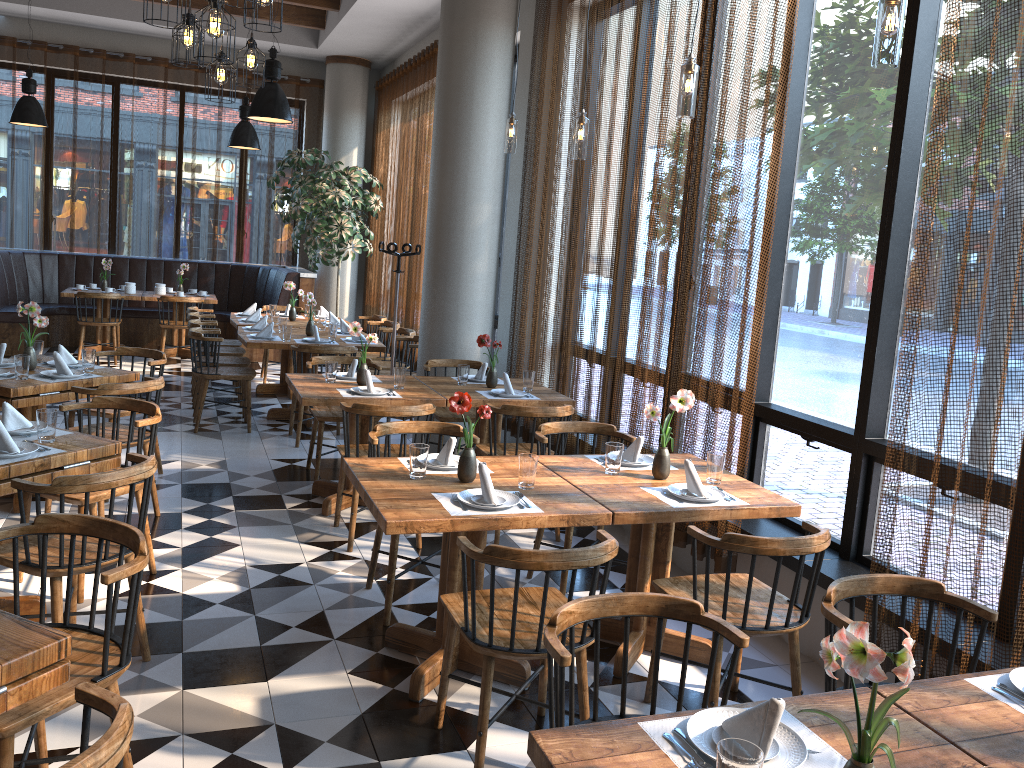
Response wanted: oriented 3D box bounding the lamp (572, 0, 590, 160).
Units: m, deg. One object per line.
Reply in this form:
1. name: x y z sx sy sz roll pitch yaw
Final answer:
1. lamp: 0.439 -2.190 4.706 0.078 1.954 0.078 7 7 19

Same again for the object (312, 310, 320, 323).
1. object: -1.993 -0.685 8.998 0.080 0.131 0.080 -1 9 -36

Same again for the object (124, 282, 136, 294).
1. object: -4.612 -1.159 10.699 0.130 0.128 0.130 8 8 23

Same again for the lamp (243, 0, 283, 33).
1. lamp: -1.100 -2.704 4.079 0.175 2.061 0.176 3 7 -13

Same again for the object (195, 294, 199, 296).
1. object: -3.914 -1.103 11.016 0.052 0.023 0.050 9 10 30

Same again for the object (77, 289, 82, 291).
1. object: -5.120 -1.113 10.486 0.053 0.025 0.049 -1 10 -32

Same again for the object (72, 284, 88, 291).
1. object: -5.155 -1.151 10.575 0.175 0.066 0.177 0 10 -29

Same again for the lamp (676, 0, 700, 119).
1. lamp: 0.821 -2.115 3.698 0.078 1.954 0.078 3 7 -13

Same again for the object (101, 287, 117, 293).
1. object: -4.764 -1.104 10.471 0.176 0.066 0.176 7 9 14

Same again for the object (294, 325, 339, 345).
1. object: -1.658 -0.426 7.511 0.352 0.136 0.273 1 9 -21

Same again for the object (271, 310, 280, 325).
1. object: -2.293 -0.643 8.586 0.080 0.131 0.080 -1 9 -36

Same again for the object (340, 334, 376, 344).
1. object: -1.342 -0.442 7.770 0.271 0.136 0.354 1 9 -21

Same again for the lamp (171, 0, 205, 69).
1. lamp: -1.897 -2.956 5.279 0.176 2.061 0.175 11 9 43

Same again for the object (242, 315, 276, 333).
1. object: -2.297 -0.560 8.040 0.271 0.136 0.354 1 9 -21

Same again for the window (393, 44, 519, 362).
1. window: -0.803 -1.899 10.104 0.365 3.150 4.995 2 9 -21

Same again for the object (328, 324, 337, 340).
1. object: -1.570 -0.453 7.744 0.080 0.131 0.080 -1 9 -36

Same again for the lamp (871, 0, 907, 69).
1. lamp: 1.226 -1.947 2.621 0.078 1.954 0.078 1 8 -31

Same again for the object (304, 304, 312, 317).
1. object: -2.201 -0.790 9.554 0.080 0.131 0.080 -1 9 -36

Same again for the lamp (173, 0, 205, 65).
1. lamp: -1.961 -3.049 5.467 0.175 2.061 0.176 0 8 -35

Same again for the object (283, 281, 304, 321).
1. object: -2.238 -0.848 9.052 0.206 0.398 0.147 2 7 -22

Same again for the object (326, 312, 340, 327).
1. object: -1.772 -0.658 8.919 0.271 0.136 0.354 1 9 -21

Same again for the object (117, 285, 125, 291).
1. object: -4.794 -1.183 10.962 0.175 0.066 0.177 3 9 -11

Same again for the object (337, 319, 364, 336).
1. object: -1.541 -0.542 8.303 0.271 0.136 0.354 1 9 -21

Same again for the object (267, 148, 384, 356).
1. object: -2.600 -1.696 11.502 1.758 2.767 1.484 8 8 27

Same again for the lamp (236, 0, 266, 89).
1. lamp: -1.616 -2.944 5.612 0.175 2.061 0.175 7 7 21

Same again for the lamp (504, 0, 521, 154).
1. lamp: 0.062 -2.488 5.723 0.078 1.954 0.078 -2 9 -45

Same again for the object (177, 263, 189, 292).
1. object: -4.066 -1.292 10.948 0.146 0.398 0.208 3 7 -16

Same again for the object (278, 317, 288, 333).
1. object: -2.065 -0.530 7.979 0.080 0.131 0.080 -1 9 -36

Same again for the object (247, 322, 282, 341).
1. object: -2.097 -0.460 7.508 0.271 0.136 0.354 1 9 -21

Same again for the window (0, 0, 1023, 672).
1. window: -0.944 -1.498 7.503 4.496 3.149 15.197 -3 12 -44

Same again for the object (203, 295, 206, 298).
1. object: -3.793 -1.081 10.941 0.034 0.023 0.156 0 10 -30

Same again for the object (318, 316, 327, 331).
1. object: -1.790 -0.569 8.366 0.080 0.131 0.080 -1 9 -36

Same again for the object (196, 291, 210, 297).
1. object: -3.857 -1.124 11.054 0.176 0.066 0.176 -1 10 -30

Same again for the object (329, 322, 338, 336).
1. object: -1.599 -0.485 7.930 0.080 0.131 0.080 -1 9 -36

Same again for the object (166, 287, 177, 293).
1. object: -4.325 -1.184 11.194 0.176 0.066 0.176 8 9 24

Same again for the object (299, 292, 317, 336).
1. object: -1.809 -0.626 7.863 0.146 0.398 0.208 3 7 -16

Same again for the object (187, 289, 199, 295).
1. object: -4.040 -1.170 11.248 0.175 0.066 0.177 3 9 -7

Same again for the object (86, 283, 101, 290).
1. object: -5.137 -1.196 10.865 0.176 0.066 0.176 8 9 24

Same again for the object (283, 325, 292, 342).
1. object: -1.874 -0.420 7.382 0.080 0.131 0.080 -1 9 -36

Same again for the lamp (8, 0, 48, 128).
1. lamp: -5.262 -3.775 9.670 0.390 1.856 0.392 2 7 -18

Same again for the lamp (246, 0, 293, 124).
1. lamp: -1.992 -3.166 7.448 0.390 1.856 0.392 -2 9 -43

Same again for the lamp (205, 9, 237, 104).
1. lamp: -1.754 -2.796 5.446 0.175 2.061 0.176 0 8 -35

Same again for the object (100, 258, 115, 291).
1. object: -4.884 -1.314 10.682 0.207 0.398 0.146 10 9 36

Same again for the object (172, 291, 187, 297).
1. object: -4.018 -1.085 10.729 0.176 0.066 0.176 -2 11 -38

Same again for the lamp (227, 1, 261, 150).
1. lamp: -3.128 -3.736 10.480 0.390 1.856 0.392 4 7 -8

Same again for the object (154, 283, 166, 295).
1. object: -4.323 -1.166 10.890 0.130 0.128 0.130 8 8 23
